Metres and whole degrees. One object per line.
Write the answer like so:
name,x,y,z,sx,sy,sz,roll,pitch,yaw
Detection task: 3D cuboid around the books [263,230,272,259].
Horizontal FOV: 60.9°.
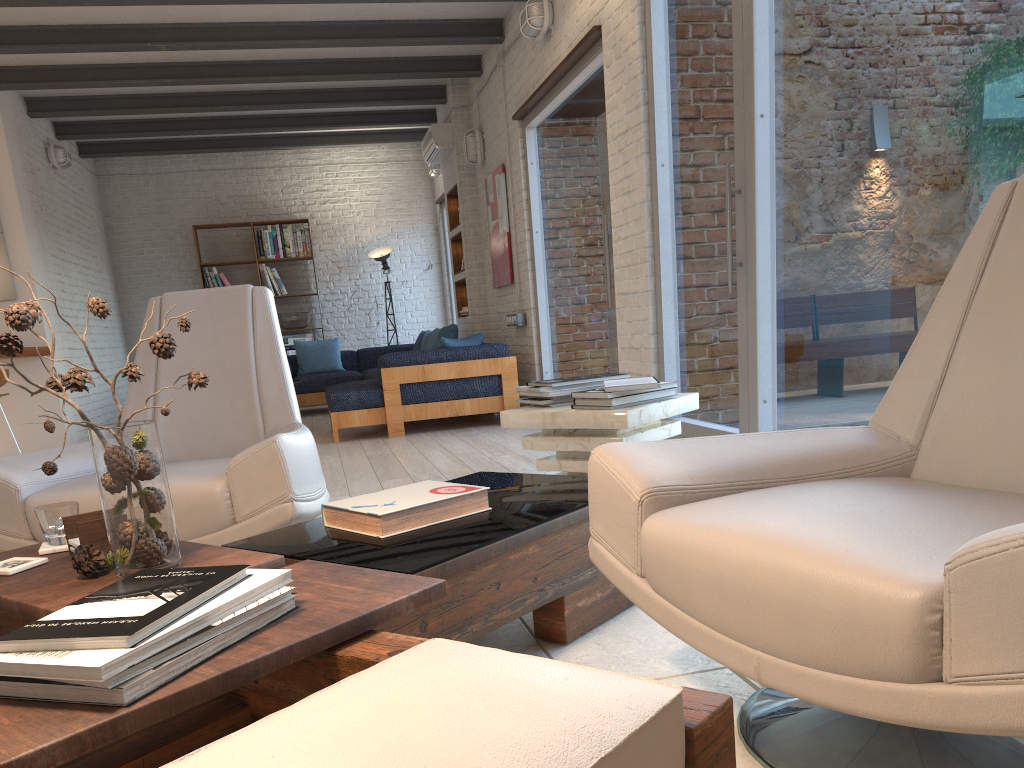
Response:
books,-2.916,-1.653,10.422,0.055,0.340,0.247,-8,11,-12

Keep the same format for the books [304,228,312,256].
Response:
books,-2.462,-1.699,10.537,0.055,0.340,0.247,-8,11,-12

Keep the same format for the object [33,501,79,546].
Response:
object,-0.988,0.307,1.904,0.091,0.087,0.088,2,11,37

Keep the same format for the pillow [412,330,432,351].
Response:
pillow,-0.970,-0.397,9.756,0.242,0.410,1.080,-7,6,-14

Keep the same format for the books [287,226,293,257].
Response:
books,-2.663,-1.693,10.477,0.020,0.371,0.264,-8,11,-13

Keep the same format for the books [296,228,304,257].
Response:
books,-2.552,-1.689,10.497,0.055,0.340,0.247,-8,11,-12

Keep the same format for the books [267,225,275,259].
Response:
books,-2.874,-1.685,10.428,0.036,0.396,0.236,-8,11,-13

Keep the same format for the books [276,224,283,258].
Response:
books,-2.781,-1.694,10.441,0.036,0.396,0.236,-8,11,-13

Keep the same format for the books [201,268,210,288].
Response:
books,-3.615,-1.180,10.382,0.091,0.397,0.236,-8,11,-12

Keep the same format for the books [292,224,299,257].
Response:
books,-2.600,-1.712,10.487,0.036,0.396,0.236,-8,11,-13

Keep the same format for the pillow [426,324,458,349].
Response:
pillow,-0.689,-0.356,8.463,0.253,0.429,1.182,-7,6,-13

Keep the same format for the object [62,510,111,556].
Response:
object,-0.868,0.316,1.824,0.092,0.085,0.113,-12,10,-40

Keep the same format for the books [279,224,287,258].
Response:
books,-2.747,-1.698,10.458,0.036,0.396,0.236,-8,11,-13

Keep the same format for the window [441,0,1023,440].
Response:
window,0.667,-2.849,4.710,0.644,6.595,12.028,-8,7,-13

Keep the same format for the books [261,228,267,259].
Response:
books,-2.959,-1.664,10.427,0.020,0.371,0.264,-8,11,-13

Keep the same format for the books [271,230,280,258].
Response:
books,-2.829,-1.663,10.458,0.055,0.340,0.247,-8,11,-12

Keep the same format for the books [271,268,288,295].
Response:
books,-2.812,-1.230,10.543,0.157,0.340,0.247,-7,11,-12

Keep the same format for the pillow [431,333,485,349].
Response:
pillow,-0.492,-0.232,7.179,0.375,0.338,0.550,2,9,38

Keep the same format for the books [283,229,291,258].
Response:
books,-2.696,-1.674,10.459,0.055,0.340,0.247,-8,11,-12

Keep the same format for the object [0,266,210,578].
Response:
object,-0.829,0.065,1.514,0.530,0.627,0.313,-13,14,-40

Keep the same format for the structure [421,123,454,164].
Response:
structure,-0.744,-2.376,8.660,0.199,0.226,0.795,-7,5,-13

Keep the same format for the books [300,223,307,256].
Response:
books,-2.509,-1.721,10.505,0.036,0.396,0.236,-8,11,-13

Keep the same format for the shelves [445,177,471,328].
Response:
shelves,-0.464,-1.315,8.956,0.191,1.474,0.744,-8,12,-12

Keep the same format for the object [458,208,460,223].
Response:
object,-0.492,-1.731,8.809,0.112,0.251,0.209,-6,10,-4

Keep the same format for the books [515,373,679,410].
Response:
books,0.312,0.024,2.914,0.384,0.082,0.559,-7,5,-28

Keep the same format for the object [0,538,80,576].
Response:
object,-0.983,0.349,1.832,0.266,0.036,0.246,-8,5,-40

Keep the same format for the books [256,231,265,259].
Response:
books,-2.996,-1.646,10.424,0.055,0.340,0.247,-8,11,-12

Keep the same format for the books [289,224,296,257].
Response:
books,-2.639,-1.709,10.492,0.036,0.396,0.236,-8,11,-13

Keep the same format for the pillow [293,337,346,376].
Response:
pillow,-2.216,-0.318,10.011,0.553,0.423,0.216,-6,12,-12

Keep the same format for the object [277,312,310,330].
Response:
object,-2.678,-0.765,10.697,0.403,0.208,0.389,-1,7,29
